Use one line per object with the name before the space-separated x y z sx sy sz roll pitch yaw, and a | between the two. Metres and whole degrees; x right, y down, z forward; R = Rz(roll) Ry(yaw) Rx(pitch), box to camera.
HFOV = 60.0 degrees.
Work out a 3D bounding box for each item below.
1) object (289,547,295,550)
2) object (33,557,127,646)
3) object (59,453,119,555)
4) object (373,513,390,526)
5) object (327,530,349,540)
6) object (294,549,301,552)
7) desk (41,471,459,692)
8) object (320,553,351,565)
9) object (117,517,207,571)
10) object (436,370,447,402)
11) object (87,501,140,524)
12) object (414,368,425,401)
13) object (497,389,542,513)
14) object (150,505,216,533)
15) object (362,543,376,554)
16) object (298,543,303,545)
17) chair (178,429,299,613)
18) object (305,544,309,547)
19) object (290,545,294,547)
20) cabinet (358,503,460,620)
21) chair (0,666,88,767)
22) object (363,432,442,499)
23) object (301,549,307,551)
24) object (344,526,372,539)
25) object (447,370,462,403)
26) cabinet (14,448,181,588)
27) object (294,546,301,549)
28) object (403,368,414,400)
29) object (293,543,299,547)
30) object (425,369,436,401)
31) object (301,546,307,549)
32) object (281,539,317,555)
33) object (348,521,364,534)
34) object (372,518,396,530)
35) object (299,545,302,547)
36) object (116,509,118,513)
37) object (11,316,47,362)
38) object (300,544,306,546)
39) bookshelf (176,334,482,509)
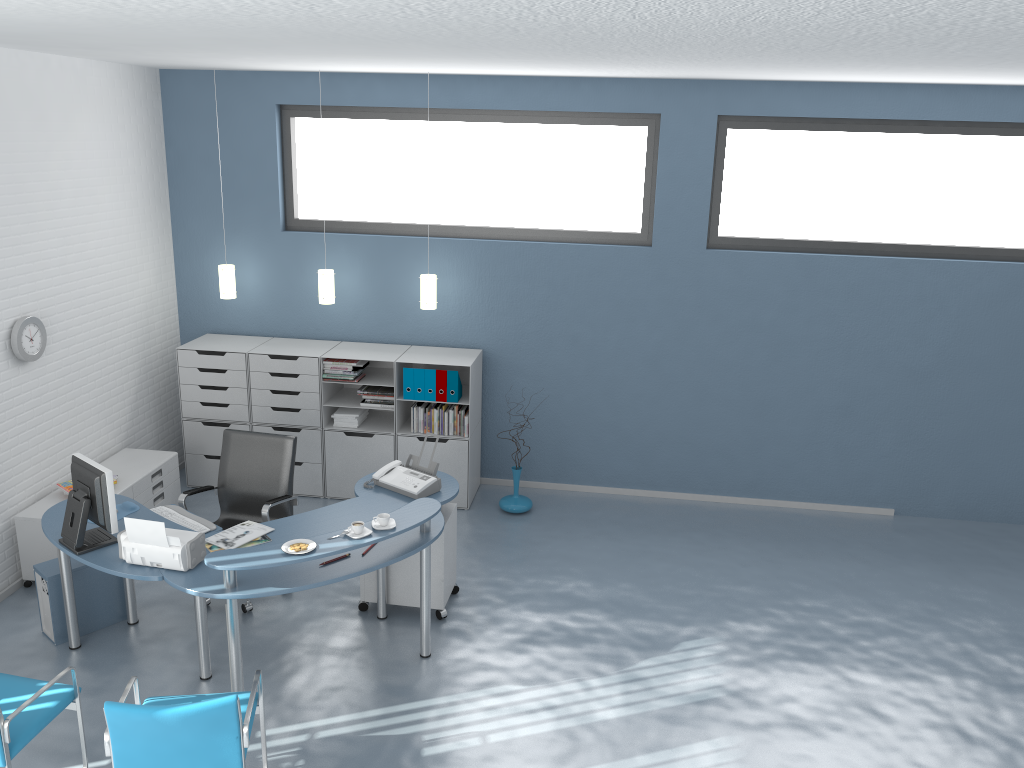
object | -1.028 0.771 4.156 0.027 0.005 0.025 -12 21 -39
object | -2.438 1.188 5.093 0.199 0.422 0.471 16 21 40
object | -2.131 0.600 4.425 0.365 0.417 0.212 15 21 39
object | -0.646 0.678 4.427 0.078 0.049 0.062 10 18 27
object | -0.841 0.731 4.297 0.119 0.021 0.025 -10 19 -34
object | -1.000 0.776 4.141 0.025 0.005 0.027 16 22 42
desk | -1.315 1.058 4.782 2.282 0.900 1.402 -3 17 -17
object | -0.871 0.863 4.360 0.178 0.013 0.013 -13 22 -42
object | -1.699 0.736 4.251 0.392 0.273 0.197 5 16 12
object | -0.513 -0.009 6.684 0.082 0.247 0.181 4 16 7
object | -2.179 0.690 4.821 0.213 0.026 0.285 7 17 20
object | -0.679 -0.019 6.705 0.082 0.247 0.181 4 16 7
object | 0.084 0.507 6.718 0.357 0.972 0.312 -3 17 -17
object | -1.855 0.754 4.869 0.478 0.028 0.276 14 20 37
object | -0.714 0.824 4.517 0.011 0.010 0.200 6 17 16
object | -1.005 0.759 4.201 0.027 0.005 0.025 -6 18 -24
chair | -1.663 0.842 5.421 0.584 0.948 0.652 5 16 12
object | -0.974 0.763 4.188 0.025 0.005 0.027 1 16 -3
object | -1.033 0.763 4.182 0.027 0.005 0.025 -6 17 -24
cabinet | -0.625 1.053 5.407 0.559 0.605 0.383 4 16 9
chair | -2.199 1.430 3.751 0.542 0.707 0.543 5 16 12
object | -0.618 0.472 5.270 0.405 0.280 0.399 13 20 36
object | -0.975 0.772 4.156 0.025 0.005 0.027 -4 17 -20
object | -0.752 0.727 4.334 0.119 0.016 0.119 -14 22 -43
object | -0.430 -0.004 6.674 0.082 0.247 0.181 4 16 7
cabinet | -2.746 0.883 6.023 0.447 0.484 1.259 4 16 7
object | -1.006 0.767 4.156 0.027 0.005 0.025 5 16 12
object | -0.761 -0.025 6.715 0.082 0.247 0.181 4 16 7
object | -1.019 0.759 4.184 0.025 0.005 0.027 -10 20 -35
object | -0.596 -0.014 6.694 0.082 0.247 0.181 4 16 7
object | -0.975 0.767 4.158 0.025 0.005 0.027 -2 16 -12
object | -1.001 0.768 4.166 0.162 0.011 0.162 -12 21 -38
object | -0.759 0.704 4.327 0.078 0.049 0.062 1 16 -2
object | -0.640 0.703 4.430 0.119 0.016 0.119 -2 16 -13
object | -1.001 0.766 4.175 0.027 0.005 0.025 0 16 -7
object | -2.182 0.691 4.787 0.054 0.035 0.115 6 17 17
object | -2.970 -0.277 5.457 0.041 0.277 0.279 4 16 7
object | -0.988 0.759 4.185 0.027 0.005 0.025 1 16 -1
bookshelf | -1.420 0.275 7.056 2.294 1.141 0.521 4 16 7
